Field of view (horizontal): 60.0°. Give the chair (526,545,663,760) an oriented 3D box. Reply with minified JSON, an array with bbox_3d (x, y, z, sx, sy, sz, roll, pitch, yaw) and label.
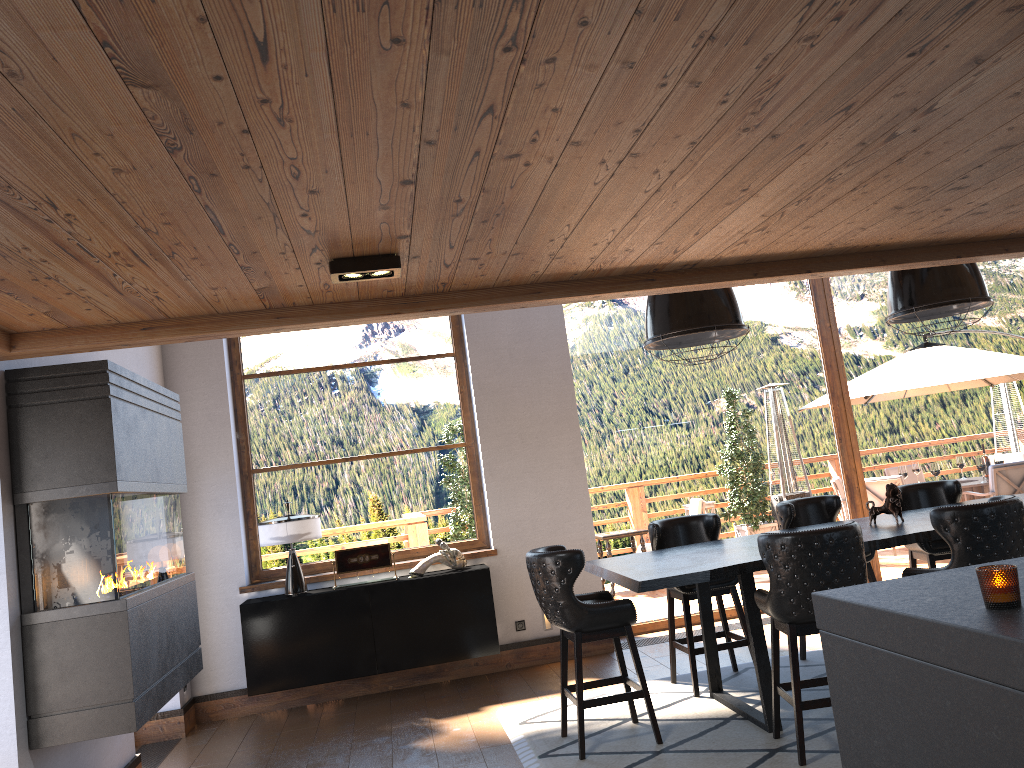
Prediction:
[{"bbox_3d":[0.422,1.439,4.900,0.571,1.093,0.501,-6,-7,-11],"label":"chair"}]

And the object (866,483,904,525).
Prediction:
[{"bbox_3d":[2.286,0.736,5.447,0.218,0.254,0.117,-14,-9,43],"label":"object"}]

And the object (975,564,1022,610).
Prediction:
[{"bbox_3d":[1.022,0.425,1.857,0.078,0.081,0.080,-12,-8,35],"label":"object"}]

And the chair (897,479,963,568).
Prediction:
[{"bbox_3d":[2.993,1.237,6.158,0.504,1.093,0.567,-7,-7,-1],"label":"chair"}]

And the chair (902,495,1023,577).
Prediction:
[{"bbox_3d":[2.325,1.130,4.413,0.509,1.093,0.562,-4,-7,-25],"label":"chair"}]

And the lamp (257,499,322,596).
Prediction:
[{"bbox_3d":[-1.684,1.244,6.777,0.470,0.726,0.469,-8,-6,-1],"label":"lamp"}]

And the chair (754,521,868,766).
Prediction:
[{"bbox_3d":[1.512,1.240,4.328,0.504,1.093,0.567,-7,-7,-1],"label":"chair"}]

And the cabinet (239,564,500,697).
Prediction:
[{"bbox_3d":[-1.073,1.868,6.829,1.875,0.656,0.400,-7,-7,-10],"label":"cabinet"}]

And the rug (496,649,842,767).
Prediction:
[{"bbox_3d":[2.811,1.706,5.228,5.657,0.047,2.537,-7,-6,-10],"label":"rug"}]

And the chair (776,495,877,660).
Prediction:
[{"bbox_3d":[2.178,1.328,6.075,0.509,1.093,0.562,-4,-7,-25],"label":"chair"}]

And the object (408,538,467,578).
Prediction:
[{"bbox_3d":[-0.598,1.355,6.970,0.506,0.263,0.178,-2,-8,-41],"label":"object"}]

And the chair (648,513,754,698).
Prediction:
[{"bbox_3d":[1.239,1.431,5.854,0.506,1.093,0.565,-6,-7,-11],"label":"chair"}]

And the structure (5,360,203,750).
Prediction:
[{"bbox_3d":[-2.053,0.815,4.619,0.435,1.651,1.436,-6,-7,-9],"label":"structure"}]

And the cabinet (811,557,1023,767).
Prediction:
[{"bbox_3d":[3.278,0.767,2.272,4.822,1.105,0.884,-7,-7,-10],"label":"cabinet"}]

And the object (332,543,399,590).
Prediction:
[{"bbox_3d":[-1.140,1.399,6.836,0.502,0.288,0.149,-7,-7,-10],"label":"object"}]

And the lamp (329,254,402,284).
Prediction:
[{"bbox_3d":[-0.550,-0.438,3.325,0.262,0.068,0.154,-7,-6,-10],"label":"lamp"}]

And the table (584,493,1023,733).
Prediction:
[{"bbox_3d":[2.426,1.302,5.282,3.814,0.951,1.421,-7,-6,-10],"label":"table"}]

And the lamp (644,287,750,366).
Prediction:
[{"bbox_3d":[0.797,-2.433,5.471,0.614,4.690,0.628,-12,-8,35],"label":"lamp"}]

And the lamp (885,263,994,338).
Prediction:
[{"bbox_3d":[2.361,-2.614,5.758,0.614,4.690,0.628,-12,-8,35],"label":"lamp"}]
